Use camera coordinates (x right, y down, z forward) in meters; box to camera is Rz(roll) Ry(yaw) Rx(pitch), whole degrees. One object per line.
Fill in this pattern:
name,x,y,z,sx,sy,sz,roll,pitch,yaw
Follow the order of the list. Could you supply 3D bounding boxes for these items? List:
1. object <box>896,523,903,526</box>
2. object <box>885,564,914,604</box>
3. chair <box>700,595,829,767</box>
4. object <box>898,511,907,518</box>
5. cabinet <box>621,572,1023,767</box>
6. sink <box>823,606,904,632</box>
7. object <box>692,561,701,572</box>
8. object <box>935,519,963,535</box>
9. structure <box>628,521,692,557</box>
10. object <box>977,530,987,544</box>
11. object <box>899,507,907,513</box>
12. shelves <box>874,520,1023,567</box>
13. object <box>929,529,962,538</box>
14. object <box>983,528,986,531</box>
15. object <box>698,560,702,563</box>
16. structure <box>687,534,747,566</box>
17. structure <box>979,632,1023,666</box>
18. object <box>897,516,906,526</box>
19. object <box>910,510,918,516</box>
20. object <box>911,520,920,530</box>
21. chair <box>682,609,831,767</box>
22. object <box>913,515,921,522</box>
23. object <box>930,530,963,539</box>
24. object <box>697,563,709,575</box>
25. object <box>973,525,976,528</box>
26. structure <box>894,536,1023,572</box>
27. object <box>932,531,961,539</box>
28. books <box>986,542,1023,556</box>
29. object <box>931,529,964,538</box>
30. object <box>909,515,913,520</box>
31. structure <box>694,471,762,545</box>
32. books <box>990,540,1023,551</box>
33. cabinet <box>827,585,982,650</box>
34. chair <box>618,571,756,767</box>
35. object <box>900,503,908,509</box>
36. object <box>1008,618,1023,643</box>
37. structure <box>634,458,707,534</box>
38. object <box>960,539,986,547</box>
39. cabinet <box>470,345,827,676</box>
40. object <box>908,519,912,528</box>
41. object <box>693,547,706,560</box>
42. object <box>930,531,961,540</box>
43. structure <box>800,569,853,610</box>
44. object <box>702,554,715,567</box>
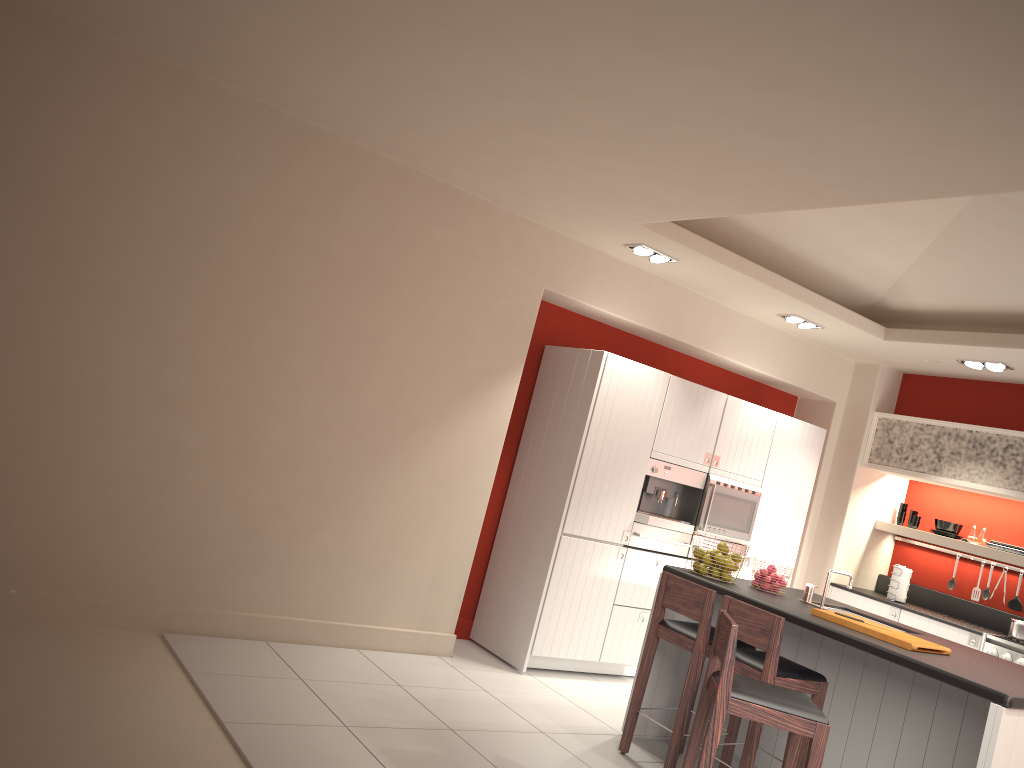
object,3.566,1.264,8.145,0.070,0.076,0.070,13,-4,28
object,3.289,1.696,7.535,0.168,0.304,0.163,15,-4,-5
chair,1.262,1.653,4.521,0.474,1.008,0.383,17,-4,-32
object,3.507,1.193,7.981,0.070,0.076,0.070,13,-4,28
cabinet,1.883,1.879,4.813,1.422,1.011,2.035,17,-4,-34
sink,2.014,1.516,5.226,0.515,0.258,0.568,17,-4,-34
object,1.112,1.090,5.295,0.068,0.068,0.068,16,-4,-22
object,3.807,1.260,7.751,0.232,0.108,0.232,14,-3,8
structure,1.104,1.157,6.582,0.617,0.177,0.129,17,-4,-34
object,3.983,1.304,7.510,0.077,0.134,0.076,12,-5,40
object,3.589,1.179,8.151,0.070,0.076,0.070,13,-4,28
shelves,3.832,1.386,7.620,0.376,0.083,1.379,17,-4,-34
object,3.793,1.315,7.748,0.279,0.016,0.280,17,-4,-34
object,4.003,1.232,7.514,0.026,0.032,0.023,12,-5,39
object,1.156,1.050,5.355,0.076,0.077,0.076,13,-4,21
structure,1.606,1.309,6.930,0.617,0.177,0.129,17,-4,-34
structure,4.023,2.452,6.254,0.777,1.085,1.323,17,-4,-34
object,3.495,1.235,7.978,0.070,0.076,0.070,13,-4,28
object,3.650,1.189,8.058,0.070,0.076,0.070,13,-4,28
object,3.597,1.258,7.912,0.070,0.076,0.070,13,-4,28
chair,1.020,1.543,3.757,0.474,1.008,0.383,14,-4,7
object,3.608,1.216,7.915,0.070,0.076,0.070,13,-4,28
object,3.791,1.320,7.747,0.279,0.016,0.280,17,-4,-34
object,1.122,1.087,5.208,0.068,0.068,0.068,16,-4,-22
object,3.916,1.208,7.507,0.023,0.031,0.024,14,-4,8
structure,3.946,1.496,7.698,0.054,0.034,1.355,17,-4,-34
object,3.790,1.325,7.747,0.279,0.016,0.280,17,-4,-34
books,4.079,1.362,7.222,0.207,0.042,0.331,17,-4,-29
object,3.794,1.310,7.748,0.279,0.016,0.280,17,-4,-34
object,3.638,1.232,8.056,0.070,0.076,0.070,13,-4,28
structure,1.643,0.979,7.016,0.609,0.473,0.333,17,-4,-34
books,4.113,1.335,7.222,0.207,0.026,0.332,17,-4,-33
cabinet,3.315,2.393,7.382,0.686,0.994,1.362,17,-4,-34
chair,1.009,1.609,4.904,0.474,1.008,0.383,17,-4,-34
object,3.600,1.137,8.154,0.070,0.076,0.070,13,-4,28
object,3.814,1.853,6.611,0.201,0.148,0.201,18,-5,-41
structure,1.102,0.824,6.733,0.623,0.470,0.453,17,-4,-34
object,3.925,1.347,7.502,0.183,0.027,0.160,15,-3,-5
cabinet,1.184,1.134,7.047,2.555,2.251,0.717,17,-4,-34
object,3.627,1.274,8.053,0.070,0.076,0.070,13,-4,28
object,1.121,1.015,5.306,0.076,0.068,0.077,18,-5,-40
object,3.789,1.331,7.747,0.279,0.016,0.280,17,-4,-34
structure,1.851,1.205,5.221,0.224,0.249,0.183,17,-4,-33
object,1.164,1.046,5.255,0.076,0.077,0.076,13,-4,21
